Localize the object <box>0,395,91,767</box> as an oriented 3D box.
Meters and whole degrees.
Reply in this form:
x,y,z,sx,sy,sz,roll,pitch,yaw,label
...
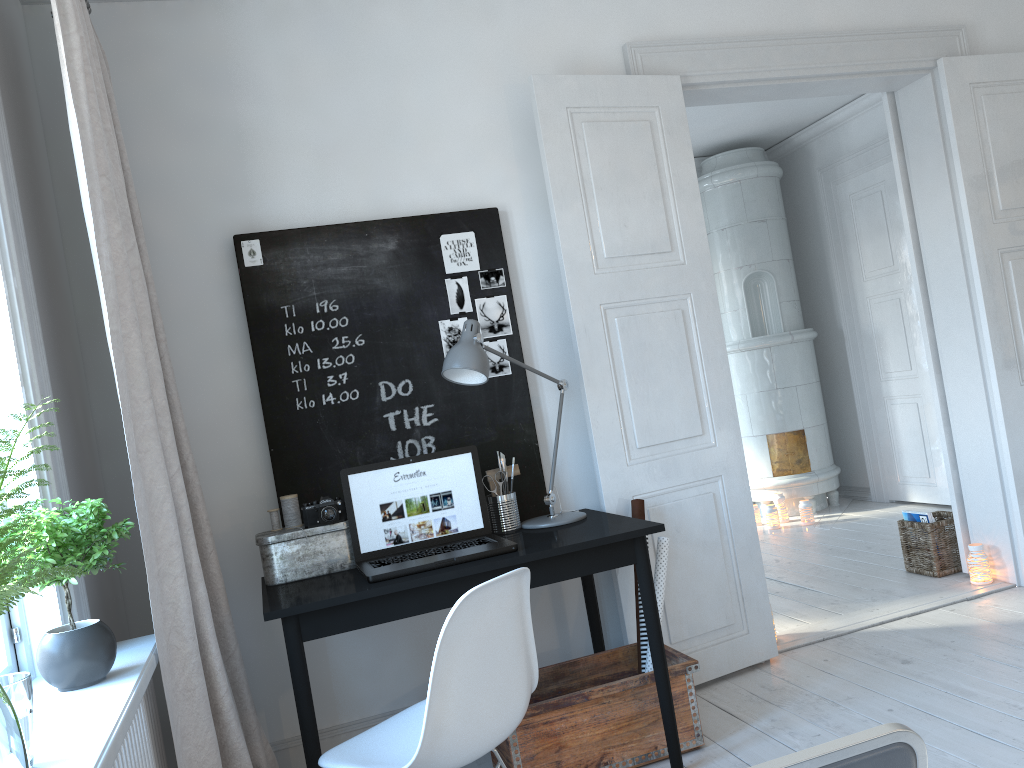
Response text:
x,y,z,sx,sy,sz,roll,pitch,yaw,label
-0.772,0.319,1.208,0.415,0.564,0.304,-10,0,18,object

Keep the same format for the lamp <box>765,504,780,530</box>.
x,y,z,sx,sy,sz,roll,pitch,yaw,label
1.816,0.926,6.187,0.089,0.166,0.089,-10,0,-15,lamp

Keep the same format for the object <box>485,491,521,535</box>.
x,y,z,sx,sy,sz,roll,pitch,yaw,label
-0.031,0.439,3.020,0.108,0.128,0.108,-10,0,-1,object

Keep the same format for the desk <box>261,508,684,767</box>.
x,y,z,sx,sy,sz,roll,pitch,yaw,label
-0.124,0.899,2.774,1.158,0.759,0.651,-9,0,-16,desk

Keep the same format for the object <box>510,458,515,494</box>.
x,y,z,sx,sy,sz,roll,pitch,yaw,label
-0.003,0.375,3.031,0.084,0.240,0.009,-10,0,-39,object

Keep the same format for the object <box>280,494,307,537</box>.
x,y,z,sx,sy,sz,roll,pitch,yaw,label
-0.689,0.418,2.788,0.056,0.130,0.167,-10,-1,-18,object

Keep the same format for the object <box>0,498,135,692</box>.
x,y,z,sx,sy,sz,roll,pitch,yaw,label
-0.965,0.443,1.897,0.272,0.407,0.309,-10,0,34,object

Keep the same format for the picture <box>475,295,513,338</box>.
x,y,z,sx,sy,sz,roll,pitch,yaw,label
-0.067,-0.250,3.257,0.121,0.153,0.002,-10,0,-16,picture

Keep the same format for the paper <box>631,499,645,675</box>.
x,y,z,sx,sy,sz,roll,pitch,yaw,label
0.458,0.792,3.114,0.048,0.747,0.297,-10,0,29,paper

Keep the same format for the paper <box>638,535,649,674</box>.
x,y,z,sx,sy,sz,roll,pitch,yaw,label
0.460,0.834,3.040,0.043,0.669,0.266,-10,0,29,paper

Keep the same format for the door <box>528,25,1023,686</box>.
x,y,z,sx,sy,sz,roll,pitch,yaw,label
1.398,-0.225,3.859,2.596,2.505,0.578,-10,0,-16,door

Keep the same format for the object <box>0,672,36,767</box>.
x,y,z,sx,sy,sz,roll,pitch,yaw,label
-0.794,0.537,1.383,0.097,0.146,0.097,-10,0,-11,object

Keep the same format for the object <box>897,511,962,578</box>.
x,y,z,sx,sy,sz,roll,pitch,yaw,label
2.130,0.794,4.427,0.270,0.265,0.224,-10,0,-16,object

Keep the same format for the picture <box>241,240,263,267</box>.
x,y,z,sx,sy,sz,roll,pitch,yaw,label
-0.888,-0.447,3.030,0.060,0.088,0.004,-10,0,-20,picture

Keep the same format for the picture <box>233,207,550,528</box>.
x,y,z,sx,sy,sz,roll,pitch,yaw,label
-0.410,-0.004,3.178,0.952,1.172,0.064,-10,0,-16,picture

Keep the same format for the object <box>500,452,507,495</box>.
x,y,z,sx,sy,sz,roll,pitch,yaw,label
-0.023,0.366,3.041,0.012,0.264,0.062,-10,0,26,object

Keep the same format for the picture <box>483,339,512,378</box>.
x,y,z,sx,sy,sz,roll,pitch,yaw,label
-0.061,-0.096,3.252,0.103,0.136,0.001,-10,0,-16,picture

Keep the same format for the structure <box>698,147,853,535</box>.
x,y,z,sx,sy,sz,roll,pitch,yaw,label
1.814,-0.330,6.565,0.801,2.827,1.246,-10,0,28,structure

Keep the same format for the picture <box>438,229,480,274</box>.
x,y,z,sx,sy,sz,roll,pitch,yaw,label
-0.188,-0.485,3.234,0.147,0.154,0.004,-10,0,-16,picture

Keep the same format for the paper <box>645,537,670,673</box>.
x,y,z,sx,sy,sz,roll,pitch,yaw,label
0.479,0.847,2.983,0.283,0.626,0.041,-10,0,-38,paper

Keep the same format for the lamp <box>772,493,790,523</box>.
x,y,z,sx,sy,sz,roll,pitch,yaw,label
1.925,0.889,6.359,0.098,0.210,0.098,-10,0,-12,lamp

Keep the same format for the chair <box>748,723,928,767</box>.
x,y,z,sx,sy,sz,roll,pitch,yaw,label
0.228,0.791,1.118,0.561,0.797,0.525,-10,0,-16,chair

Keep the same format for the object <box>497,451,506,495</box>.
x,y,z,sx,sy,sz,roll,pitch,yaw,label
-0.028,0.364,3.040,0.008,0.267,0.060,-10,0,0,object

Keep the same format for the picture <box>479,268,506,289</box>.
x,y,z,sx,sy,sz,roll,pitch,yaw,label
-0.073,-0.389,3.264,0.095,0.071,0.001,-9,0,-16,picture

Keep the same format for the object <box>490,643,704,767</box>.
x,y,z,sx,sy,sz,roll,pitch,yaw,label
0.253,1.077,2.874,0.664,0.282,0.340,-9,-1,-16,object

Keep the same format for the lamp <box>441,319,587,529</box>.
x,y,z,sx,sy,sz,roll,pitch,yaw,label
0.020,0.133,2.980,0.230,0.716,0.616,-10,0,44,lamp

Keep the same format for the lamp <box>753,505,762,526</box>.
x,y,z,sx,sy,sz,roll,pitch,yaw,label
1.754,0.951,6.409,0.084,0.146,0.084,-10,0,-12,lamp

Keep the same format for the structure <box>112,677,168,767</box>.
x,y,z,sx,sy,sz,roll,pitch,yaw,label
-0.779,0.990,1.588,0.195,0.547,1.507,-10,-1,-17,structure

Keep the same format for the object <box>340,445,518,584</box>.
x,y,z,sx,sy,sz,roll,pitch,yaw,label
-0.258,0.377,2.671,0.445,0.315,0.326,-9,-1,-16,object

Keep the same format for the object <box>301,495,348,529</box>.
x,y,z,sx,sy,sz,roll,pitch,yaw,label
-0.581,0.394,2.750,0.137,0.087,0.073,-9,0,-16,object

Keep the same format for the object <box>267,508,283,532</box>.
x,y,z,sx,sy,sz,roll,pitch,yaw,label
-0.758,0.435,2.836,0.039,0.069,0.040,-10,0,-29,object

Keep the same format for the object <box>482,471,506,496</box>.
x,y,z,sx,sy,sz,roll,pitch,yaw,label
-0.051,0.402,3.027,0.081,0.198,0.050,-10,0,9,object

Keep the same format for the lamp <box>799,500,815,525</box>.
x,y,z,sx,sy,sz,roll,pitch,yaw,label
2.037,0.888,6.134,0.089,0.166,0.089,-10,0,-17,lamp

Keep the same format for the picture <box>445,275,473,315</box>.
x,y,z,sx,sy,sz,roll,pitch,yaw,label
-0.193,-0.322,3.225,0.083,0.146,0.002,-10,0,-16,picture

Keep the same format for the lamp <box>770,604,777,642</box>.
x,y,z,sx,sy,sz,roll,pitch,yaw,label
1.053,1.003,3.712,0.089,0.166,0.089,-10,0,-24,lamp

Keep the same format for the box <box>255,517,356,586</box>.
x,y,z,sx,sy,sz,roll,pitch,yaw,label
-0.643,0.527,2.821,0.316,0.152,0.193,-9,-1,-16,box

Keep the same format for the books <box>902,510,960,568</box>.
x,y,z,sx,sy,sz,roll,pitch,yaw,label
2.112,0.764,4.424,0.201,0.300,0.180,-10,0,-16,books

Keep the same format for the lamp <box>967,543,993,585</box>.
x,y,z,sx,sy,sz,roll,pitch,yaw,label
2.129,0.822,4.045,0.092,0.180,0.093,-10,0,-33,lamp

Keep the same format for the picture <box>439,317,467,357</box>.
x,y,z,sx,sy,sz,roll,pitch,yaw,label
-0.203,-0.166,3.214,0.107,0.150,0.001,-10,0,-16,picture

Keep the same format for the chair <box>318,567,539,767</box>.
x,y,z,sx,sy,sz,roll,pitch,yaw,label
-0.159,0.859,2.098,0.555,0.824,0.473,-10,0,39,chair

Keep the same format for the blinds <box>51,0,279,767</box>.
x,y,z,sx,sy,sz,roll,pitch,yaw,label
-0.961,0.077,2.505,0.224,2.647,0.832,-10,0,-17,blinds

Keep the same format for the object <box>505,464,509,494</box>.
x,y,z,sx,sy,sz,roll,pitch,yaw,label
-0.014,0.387,3.033,0.009,0.222,0.082,-10,0,13,object

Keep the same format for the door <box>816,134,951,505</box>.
x,y,z,sx,sy,sz,roll,pitch,yaw,label
2.829,-0.435,5.855,0.306,2.505,1.600,-10,0,-17,door

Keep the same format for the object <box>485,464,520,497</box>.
x,y,z,sx,sy,sz,roll,pitch,yaw,label
-0.010,0.392,3.084,0.138,0.209,0.034,-9,0,-36,object
